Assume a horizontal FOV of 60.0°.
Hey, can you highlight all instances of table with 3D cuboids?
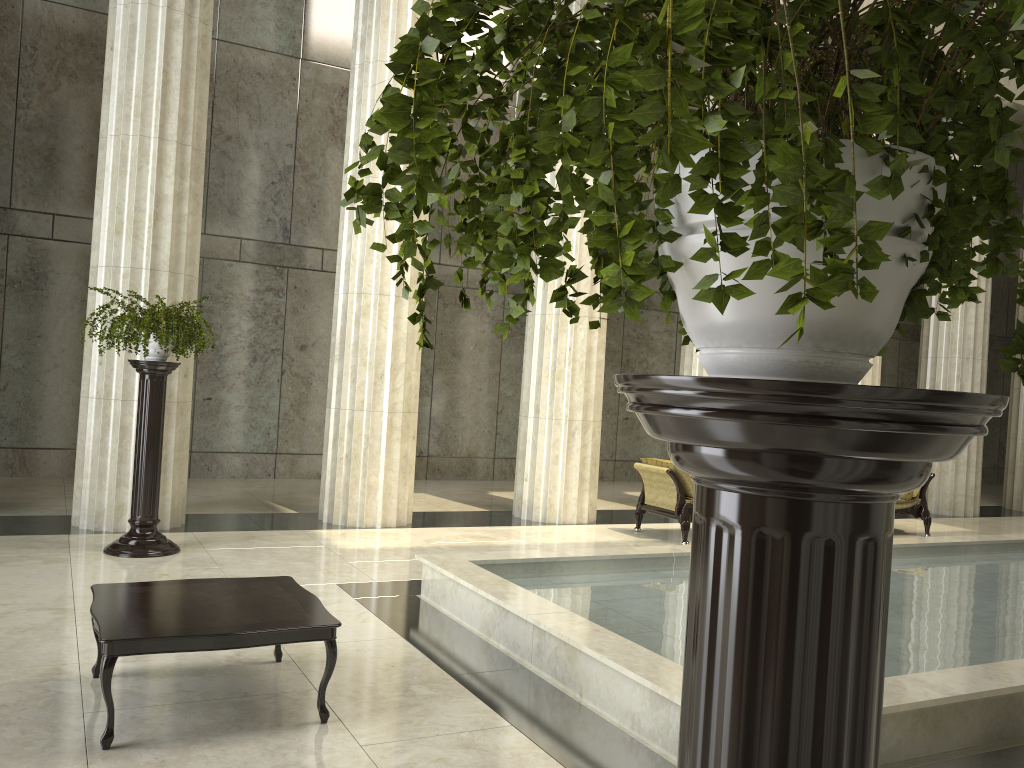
[{"bbox_3d":[-1.564,1.371,4.558,1.123,0.494,1.134,4,0,-29],"label":"table"}]

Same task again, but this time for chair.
[{"bbox_3d":[4.743,1.559,12.145,2.172,0.950,0.993,4,0,-27],"label":"chair"},{"bbox_3d":[2.556,1.418,11.009,2.172,0.950,0.993,4,0,-27],"label":"chair"}]

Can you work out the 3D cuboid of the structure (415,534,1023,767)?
[{"bbox_3d":[5.203,1.985,8.048,11.573,0.508,3.754,4,0,-27],"label":"structure"}]

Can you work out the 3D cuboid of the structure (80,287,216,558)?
[{"bbox_3d":[-3.294,0.323,8.069,1.159,2.386,1.053,4,0,2],"label":"structure"}]

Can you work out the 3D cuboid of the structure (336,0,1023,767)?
[{"bbox_3d":[0.279,0.531,1.052,1.053,2.386,1.159,4,0,2],"label":"structure"}]
